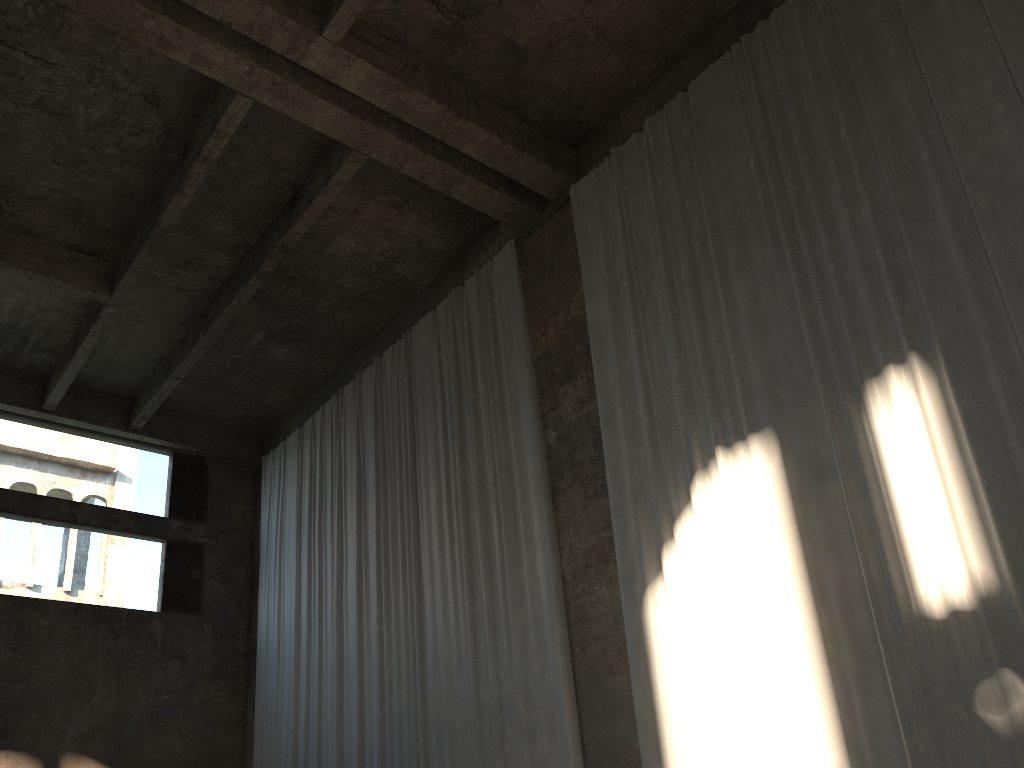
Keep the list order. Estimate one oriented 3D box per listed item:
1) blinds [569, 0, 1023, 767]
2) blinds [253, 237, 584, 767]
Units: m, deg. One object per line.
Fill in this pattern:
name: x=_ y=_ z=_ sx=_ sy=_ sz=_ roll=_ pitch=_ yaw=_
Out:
blinds: x=3.458 y=-0.376 z=6.629 sx=0.279 sy=8.210 sz=8.108 roll=13 pitch=-32 yaw=-35
blinds: x=-2.029 y=3.448 z=12.636 sx=0.279 sy=8.210 sz=8.094 roll=15 pitch=-33 yaw=-37
